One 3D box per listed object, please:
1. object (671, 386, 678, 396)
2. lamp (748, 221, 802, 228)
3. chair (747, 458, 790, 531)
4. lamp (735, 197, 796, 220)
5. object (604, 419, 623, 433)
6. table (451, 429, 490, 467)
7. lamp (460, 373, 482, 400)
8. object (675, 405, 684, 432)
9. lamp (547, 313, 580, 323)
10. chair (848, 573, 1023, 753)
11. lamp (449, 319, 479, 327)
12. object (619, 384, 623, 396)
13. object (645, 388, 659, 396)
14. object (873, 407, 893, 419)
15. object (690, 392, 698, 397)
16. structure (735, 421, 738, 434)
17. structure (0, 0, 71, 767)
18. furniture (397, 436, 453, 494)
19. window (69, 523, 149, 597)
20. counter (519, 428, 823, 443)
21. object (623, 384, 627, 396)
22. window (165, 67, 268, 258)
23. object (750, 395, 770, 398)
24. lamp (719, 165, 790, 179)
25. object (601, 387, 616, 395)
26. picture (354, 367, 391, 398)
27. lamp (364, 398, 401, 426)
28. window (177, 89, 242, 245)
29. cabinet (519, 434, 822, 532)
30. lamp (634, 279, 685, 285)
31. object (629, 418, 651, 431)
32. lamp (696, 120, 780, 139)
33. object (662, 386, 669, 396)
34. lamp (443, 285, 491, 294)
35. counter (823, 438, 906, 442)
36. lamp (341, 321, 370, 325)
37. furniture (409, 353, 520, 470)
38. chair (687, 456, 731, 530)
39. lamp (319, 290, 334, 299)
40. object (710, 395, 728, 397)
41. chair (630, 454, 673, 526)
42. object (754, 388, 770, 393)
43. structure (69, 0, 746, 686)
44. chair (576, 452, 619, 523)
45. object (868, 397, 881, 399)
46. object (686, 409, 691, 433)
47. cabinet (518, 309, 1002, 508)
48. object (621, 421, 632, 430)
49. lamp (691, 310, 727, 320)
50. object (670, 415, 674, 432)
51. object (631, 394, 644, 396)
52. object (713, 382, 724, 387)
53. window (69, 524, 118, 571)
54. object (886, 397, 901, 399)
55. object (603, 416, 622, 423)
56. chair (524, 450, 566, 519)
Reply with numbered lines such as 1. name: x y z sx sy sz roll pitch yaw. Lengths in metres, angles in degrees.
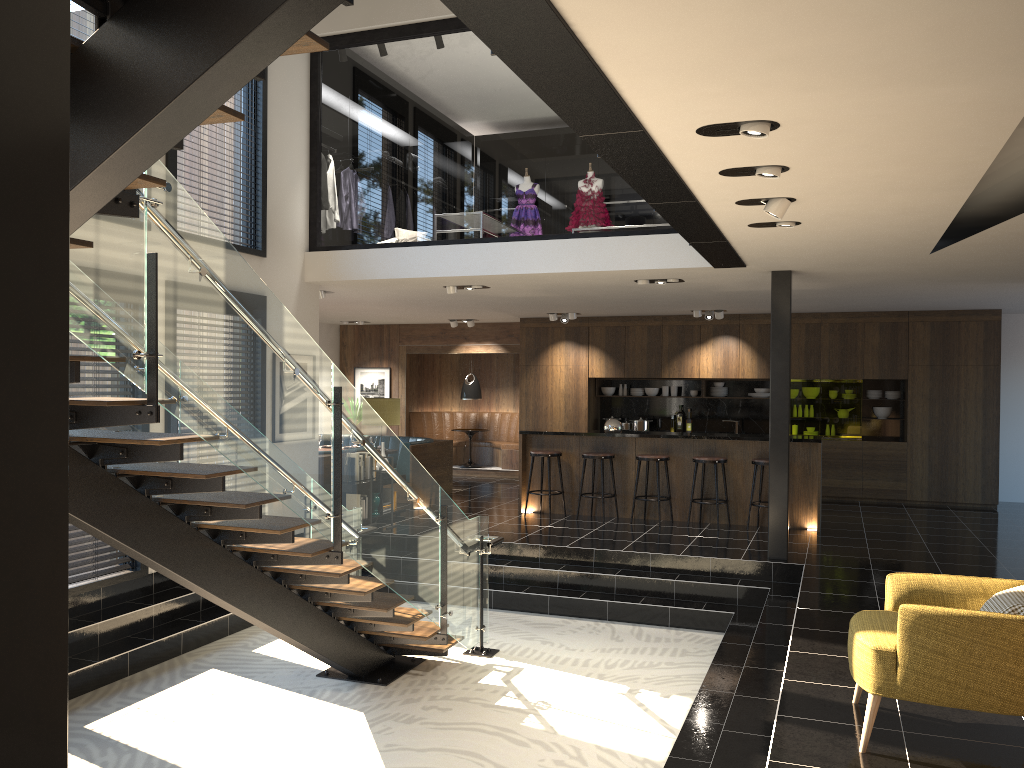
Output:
1. object: 2.567 0.116 14.044 0.109 0.161 0.109 1 1 33
2. lamp: 1.753 -1.122 5.923 0.346 0.158 0.195 1 0 20
3. chair: 2.891 1.249 9.975 0.412 0.799 0.412 1 1 29
4. lamp: 1.485 -1.081 5.195 0.346 0.247 0.195 1 0 20
5. object: 1.239 0.539 10.853 0.227 0.228 0.227 0 0 -19
6. table: -0.743 1.139 15.853 0.702 0.644 0.702 1 0 -5
7. lamp: -0.723 -0.210 15.821 0.389 0.974 0.389 0 1 -26
8. object: 2.658 0.562 14.128 0.133 0.451 0.116 1 1 20
9. lamp: 0.789 -1.068 13.424 0.501 0.294 0.349 1 0 20
10. chair: 2.091 1.079 4.060 1.030 1.097 0.807 1 0 19
11. lamp: -0.813 -1.087 14.896 0.501 0.280 0.349 1 0 20
12. object: 1.762 0.096 14.364 0.060 0.185 0.060 0 1 -38
13. object: 2.239 0.132 14.189 0.234 0.138 0.234 1 0 40
14. object: 5.442 0.426 13.017 0.264 0.170 0.264 1 0 -5
15. object: 2.867 0.164 13.959 0.122 0.072 0.122 0 0 -45
16. structure: 3.315 0.678 13.481 0.242 0.231 0.173 1 0 20
17. structure: -1.768 0.510 1.435 3.781 3.245 1.149 1 1 20
18. furniture: -2.334 1.189 12.934 2.609 0.822 1.365 1 0 20
19. window: -3.432 0.347 6.721 0.358 2.476 1.498 1 1 20
20. counter: 1.888 0.622 10.812 3.573 0.041 0.698 1 0 20
21. object: 1.833 0.096 14.338 0.060 0.185 0.060 0 1 -11
22. window: -2.838 -2.500 8.231 0.358 2.476 1.393 1 1 20
23. object: 3.846 0.188 13.603 0.438 0.039 0.438 1 0 -34
24. lamp: 1.218 -1.120 4.468 0.346 0.177 0.195 1 0 20
25. object: 1.568 0.124 14.436 0.234 0.138 0.234 1 0 23
26. picture: -2.559 0.153 16.214 0.748 0.911 0.028 1 1 20
27. lamp: -1.546 0.882 9.895 0.637 1.445 0.437 0 1 -44
28. window: -2.902 -2.500 8.263 0.005 2.297 1.221 1 1 20
29. cabinet: 1.885 1.141 10.818 3.563 0.994 0.698 1 0 20
30. lamp: 1.522 -1.118 9.157 0.501 0.195 0.349 1 0 20
31. object: 2.024 0.635 13.922 0.300 0.218 0.278 0 0 -37
32. lamp: 0.951 -1.124 3.739 0.346 0.177 0.195 1 0 20
33. object: 2.441 0.115 14.090 0.109 0.161 0.109 1 0 3
34. lamp: -0.504 -1.118 9.901 0.501 0.231 0.349 1 0 20
35. counter: 3.500 0.797 13.563 4.591 0.005 0.862 1 0 20
36. lamp: -2.759 -1.138 15.609 0.501 0.213 0.349 1 0 20
37. furniture: -0.579 0.327 16.280 2.638 2.335 1.174 1 1 19
38. chair: 2.272 1.244 10.203 0.412 0.799 0.412 1 1 29
39. lamp: -2.390 -1.126 10.593 0.501 0.248 0.349 1 0 20
40. object: 3.243 0.189 13.896 0.269 0.024 0.269 1 0 -32
41. chair: 1.652 1.238 10.430 0.412 0.799 0.412 1 1 29
42. object: 3.845 0.114 13.604 0.254 0.088 0.254 1 0 -45
43. structure: -0.523 0.123 5.010 3.447 4.869 7.279 1 0 19
44. chair: 1.032 1.233 10.658 0.412 0.799 0.412 1 1 29
45. object: 5.328 0.205 13.047 0.220 0.033 0.220 0 0 30
46. object: 2.809 0.592 14.081 0.077 0.395 0.077 0 1 -28
47. cabinet: 3.500 0.311 13.554 6.892 2.690 0.869 1 1 20
48. object: 1.822 0.662 14.119 0.210 0.143 0.195 0 0 -22
49. lamp: 2.815 -1.057 12.681 0.501 0.280 0.349 1 0 20
50. object: 2.562 0.643 14.160 0.057 0.287 0.058 1 1 33
51. object: 2.017 0.180 14.262 0.220 0.033 0.220 1 0 17
52. object: 3.242 0.019 13.895 0.168 0.087 0.168 1 0 40
53. window: -3.496 0.347 6.753 0.005 2.297 1.313 1 1 20
54. object: 5.567 0.207 12.959 0.220 0.033 0.220 1 0 4
55. object: 1.613 0.623 14.293 0.255 0.218 0.236 0 0 -22
56. chair: 0.413 1.227 10.885 0.412 0.799 0.412 1 1 29
